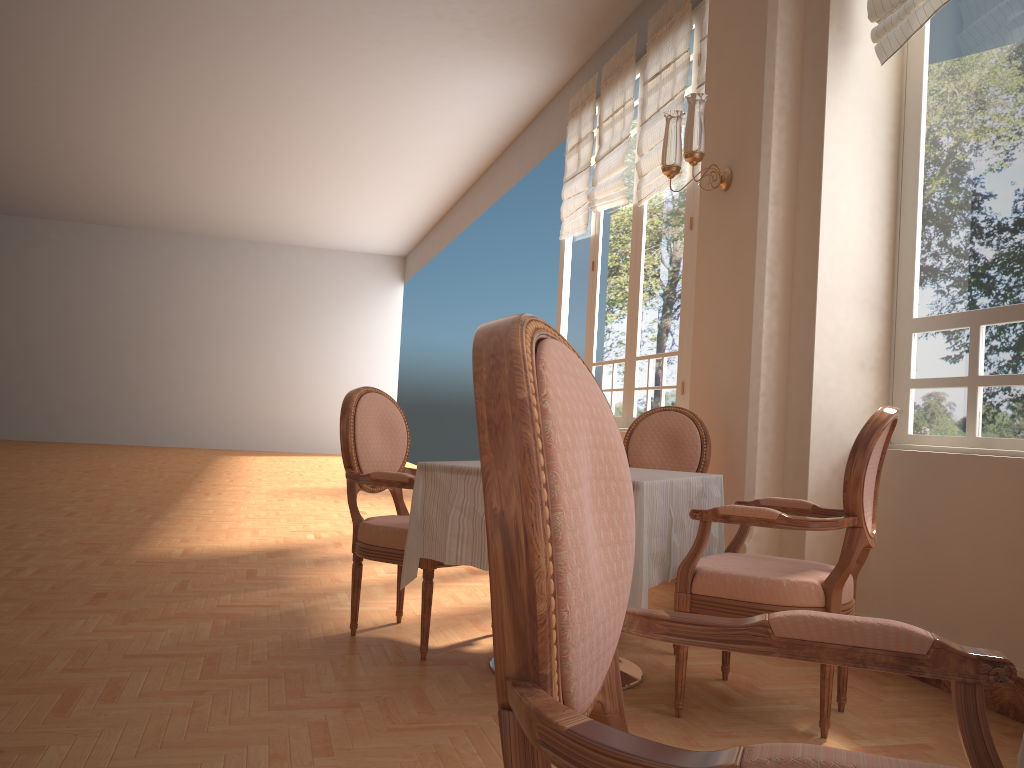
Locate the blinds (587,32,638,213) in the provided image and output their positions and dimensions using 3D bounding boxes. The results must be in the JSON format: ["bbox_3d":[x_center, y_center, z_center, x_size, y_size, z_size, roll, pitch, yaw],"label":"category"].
[{"bbox_3d":[0.742,-1.885,6.595,0.085,1.235,0.699,4,-2,-15],"label":"blinds"}]

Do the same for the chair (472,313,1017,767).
[{"bbox_3d":[0.238,0.406,0.794,0.593,0.931,0.521,3,-2,18],"label":"chair"}]

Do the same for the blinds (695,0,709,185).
[{"bbox_3d":[1.214,-1.859,4.951,0.072,1.376,0.699,4,-2,-15],"label":"blinds"}]

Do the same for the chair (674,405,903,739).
[{"bbox_3d":[0.832,0.519,2.663,0.593,0.931,0.521,2,-2,29],"label":"chair"}]

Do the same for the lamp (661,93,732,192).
[{"bbox_3d":[0.830,-1.040,3.910,0.274,0.362,0.320,4,-2,-15],"label":"lamp"}]

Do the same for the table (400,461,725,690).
[{"bbox_3d":[0.202,0.624,2.992,0.829,0.677,0.831,2,-2,29],"label":"table"}]

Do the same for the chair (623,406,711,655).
[{"bbox_3d":[0.541,0.543,3.608,0.521,0.931,0.593,2,-2,29],"label":"chair"}]

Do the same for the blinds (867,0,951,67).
[{"bbox_3d":[1.565,-1.917,3.120,0.072,1.376,0.843,4,-2,-15],"label":"blinds"}]

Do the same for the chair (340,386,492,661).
[{"bbox_3d":[-0.366,0.481,3.347,0.593,0.931,0.521,2,-2,29],"label":"chair"}]

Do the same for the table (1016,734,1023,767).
[{"bbox_3d":[0.858,0.555,0.557,0.829,0.680,0.837,3,-2,18],"label":"table"}]

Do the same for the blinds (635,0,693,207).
[{"bbox_3d":[0.977,-1.874,5.772,0.054,1.301,0.689,4,-2,-16],"label":"blinds"}]

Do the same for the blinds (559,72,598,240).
[{"bbox_3d":[0.543,-1.835,7.358,0.038,1.292,0.689,4,-2,-15],"label":"blinds"}]
